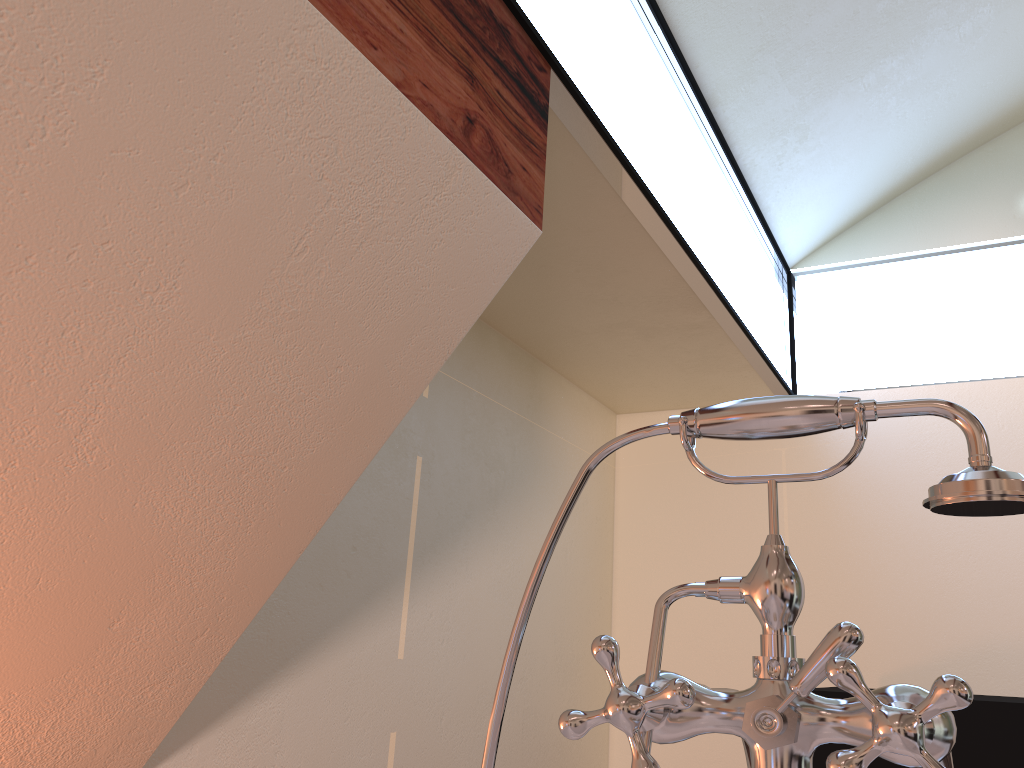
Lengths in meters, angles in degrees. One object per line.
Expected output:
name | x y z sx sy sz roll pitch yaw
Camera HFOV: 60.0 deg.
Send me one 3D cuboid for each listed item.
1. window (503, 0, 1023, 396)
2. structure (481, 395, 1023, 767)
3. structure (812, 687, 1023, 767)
window | 1.316 -0.870 1.965 2.111 0.669 3.552 -6 -21 27
structure | 0.225 0.581 0.600 0.385 1.108 0.558 -12 -23 41
structure | 1.300 1.393 2.388 0.871 0.851 0.808 -6 -20 27
